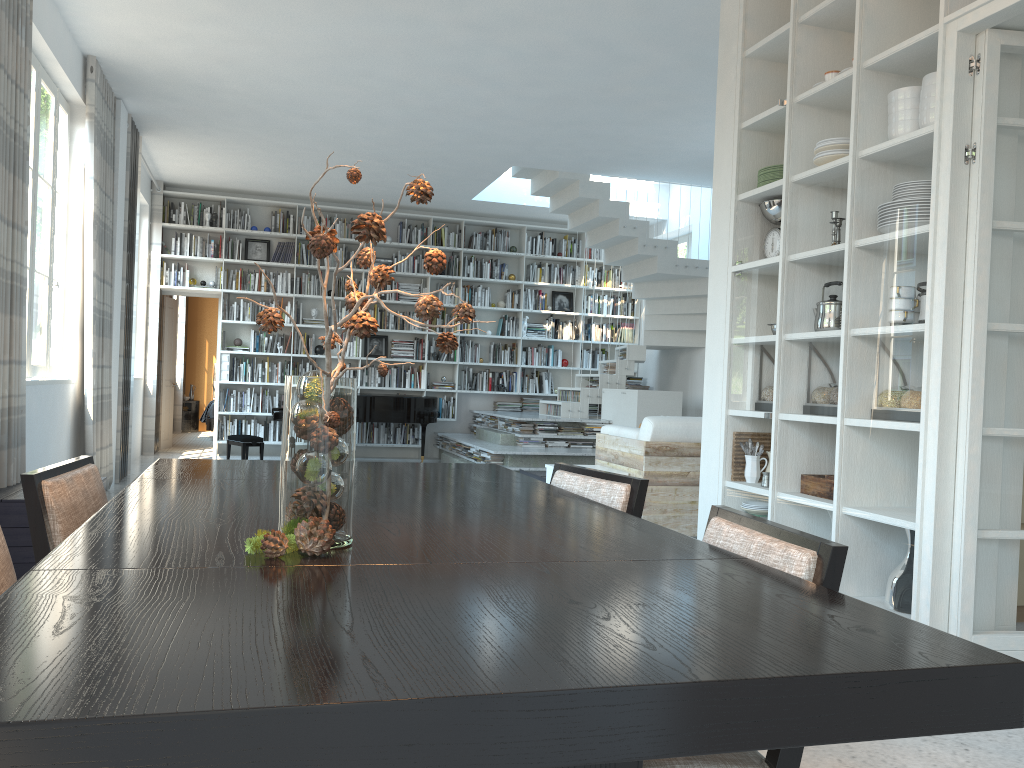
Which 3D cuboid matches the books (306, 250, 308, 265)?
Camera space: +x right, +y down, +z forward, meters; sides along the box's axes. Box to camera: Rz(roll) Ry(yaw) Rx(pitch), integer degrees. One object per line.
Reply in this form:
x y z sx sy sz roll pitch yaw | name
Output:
-2.566 -1.597 11.117 0.011 0.260 0.157 2 1 -16 | books

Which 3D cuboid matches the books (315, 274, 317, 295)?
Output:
-2.471 -1.236 11.149 0.011 0.279 0.169 2 1 -16 | books

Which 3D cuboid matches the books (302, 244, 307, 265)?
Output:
-2.604 -1.606 11.114 0.067 0.274 0.168 2 1 -16 | books

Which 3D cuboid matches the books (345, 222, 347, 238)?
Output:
-2.107 -1.930 11.238 0.021 0.228 0.161 2 0 -16 | books

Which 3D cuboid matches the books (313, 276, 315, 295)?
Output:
-2.493 -1.225 11.153 0.011 0.256 0.152 2 1 -16 | books

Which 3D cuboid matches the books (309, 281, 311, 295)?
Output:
-2.542 -1.192 11.139 0.029 0.187 0.149 2 0 -16 | books

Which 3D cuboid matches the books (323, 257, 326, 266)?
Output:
-2.363 -1.601 11.167 0.075 0.285 0.178 2 0 -16 | books

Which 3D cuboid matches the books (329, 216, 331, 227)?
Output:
-2.295 -1.962 11.182 0.013 0.276 0.164 2 1 -16 | books

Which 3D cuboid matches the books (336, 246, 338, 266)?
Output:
-2.224 -1.596 11.229 0.026 0.286 0.137 2 1 -16 | books

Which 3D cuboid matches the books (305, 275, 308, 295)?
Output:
-2.583 -1.232 11.117 0.024 0.262 0.177 2 0 -16 | books

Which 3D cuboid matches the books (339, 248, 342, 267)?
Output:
-2.176 -1.581 11.237 0.028 0.261 0.135 2 1 -16 | books

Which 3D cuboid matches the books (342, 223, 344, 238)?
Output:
-2.151 -1.924 11.247 0.029 0.213 0.141 2 0 -16 | books

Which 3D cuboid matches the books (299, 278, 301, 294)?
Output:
-2.660 -1.214 11.119 0.024 0.219 0.140 2 0 -16 | books

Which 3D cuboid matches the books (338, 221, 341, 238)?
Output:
-2.188 -1.937 11.226 0.026 0.236 0.134 2 1 -16 | books

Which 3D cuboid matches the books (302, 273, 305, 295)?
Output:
-2.619 -1.242 11.110 0.026 0.279 0.151 2 1 -16 | books

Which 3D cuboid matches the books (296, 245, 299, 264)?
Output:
-2.678 -1.600 11.073 0.023 0.256 0.174 2 0 -16 | books

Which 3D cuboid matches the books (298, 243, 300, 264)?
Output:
-2.664 -1.613 11.091 0.013 0.283 0.158 2 1 -16 | books

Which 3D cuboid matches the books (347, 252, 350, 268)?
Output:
-2.079 -1.556 11.254 0.030 0.218 0.182 2 0 -16 | books

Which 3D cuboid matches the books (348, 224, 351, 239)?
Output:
-2.068 -1.914 11.234 0.026 0.200 0.187 2 0 -16 | books

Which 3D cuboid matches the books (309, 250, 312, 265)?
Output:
-2.533 -1.587 11.119 0.031 0.242 0.181 2 0 -16 | books

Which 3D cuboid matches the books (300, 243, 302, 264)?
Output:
-2.639 -1.614 11.097 0.010 0.287 0.148 2 1 -16 | books

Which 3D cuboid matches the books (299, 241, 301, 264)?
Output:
-2.657 -1.625 11.115 0.014 0.309 0.130 2 1 -16 | books

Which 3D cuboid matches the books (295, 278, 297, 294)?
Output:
-2.701 -1.210 11.083 0.015 0.208 0.186 2 0 -16 | books

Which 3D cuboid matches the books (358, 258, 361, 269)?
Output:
-1.945 -1.547 11.319 0.028 0.212 0.134 2 0 -16 | books

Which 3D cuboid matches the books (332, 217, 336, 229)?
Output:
-2.264 -1.959 11.189 0.052 0.273 0.172 2 0 -16 | books

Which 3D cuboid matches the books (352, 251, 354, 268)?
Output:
-2.037 -1.564 11.286 0.025 0.237 0.153 2 0 -16 | books

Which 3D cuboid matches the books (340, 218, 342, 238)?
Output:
-2.168 -1.953 11.233 0.014 0.269 0.156 2 1 -16 | books

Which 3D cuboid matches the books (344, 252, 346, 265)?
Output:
-2.131 -1.556 11.258 0.024 0.213 0.150 2 0 -16 | books

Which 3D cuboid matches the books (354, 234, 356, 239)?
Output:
-1.997 -1.929 11.277 0.026 0.237 0.149 2 0 -16 | books

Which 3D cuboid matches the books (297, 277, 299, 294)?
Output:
-2.686 -1.217 11.113 0.029 0.225 0.136 2 1 -16 | books

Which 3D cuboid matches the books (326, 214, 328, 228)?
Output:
-2.334 -1.974 11.174 0.010 0.299 0.151 2 1 -16 | books

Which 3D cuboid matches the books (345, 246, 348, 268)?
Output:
-2.108 -1.593 11.266 0.022 0.290 0.146 2 1 -16 | books

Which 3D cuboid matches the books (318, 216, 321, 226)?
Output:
-2.423 -1.963 11.167 0.028 0.268 0.151 2 1 -16 | books

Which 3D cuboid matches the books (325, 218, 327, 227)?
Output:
-2.346 -1.951 11.169 0.013 0.251 0.183 2 0 -16 | books

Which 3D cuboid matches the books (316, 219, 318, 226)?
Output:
-2.464 -1.948 11.165 0.025 0.235 0.129 2 1 -16 | books

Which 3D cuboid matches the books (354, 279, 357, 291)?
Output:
-1.994 -1.205 11.290 0.022 0.257 0.155 2 1 -16 | books

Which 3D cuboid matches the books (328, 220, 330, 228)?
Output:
-2.320 -1.942 11.191 0.029 0.235 0.130 2 1 -16 | books

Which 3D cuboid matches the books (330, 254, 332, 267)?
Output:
-2.292 -1.546 11.198 0.028 0.180 0.168 2 0 -16 | books

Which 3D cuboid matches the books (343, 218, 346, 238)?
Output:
-2.122 -1.949 11.226 0.014 0.266 0.192 2 0 -16 | books

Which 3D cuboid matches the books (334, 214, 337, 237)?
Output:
-2.235 -1.979 11.211 0.014 0.315 0.166 2 1 -16 | books

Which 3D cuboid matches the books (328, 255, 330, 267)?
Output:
-2.319 -1.589 11.196 0.027 0.265 0.168 2 0 -16 | books

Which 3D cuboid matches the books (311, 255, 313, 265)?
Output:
-2.511 -1.566 11.140 0.024 0.201 0.153 2 0 -16 | books

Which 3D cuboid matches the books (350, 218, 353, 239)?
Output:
-2.043 -1.956 11.259 0.013 0.285 0.159 2 1 -16 | books

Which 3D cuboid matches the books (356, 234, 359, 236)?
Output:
-1.972 -1.940 11.292 0.029 0.261 0.151 2 1 -16 | books

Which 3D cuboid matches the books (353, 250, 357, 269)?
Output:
-1.993 -1.575 11.279 0.055 0.264 0.166 2 0 -16 | books

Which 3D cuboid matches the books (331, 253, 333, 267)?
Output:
-2.271 -1.609 11.202 0.012 0.308 0.145 2 1 -16 | books

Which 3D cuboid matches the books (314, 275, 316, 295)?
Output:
-2.479 -1.227 11.140 0.009 0.261 0.180 2 0 -16 | books

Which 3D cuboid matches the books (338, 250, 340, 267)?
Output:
-2.196 -1.565 11.213 0.021 0.226 0.191 2 0 -16 | books

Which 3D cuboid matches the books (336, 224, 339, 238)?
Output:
-2.214 -1.915 11.210 0.031 0.190 0.181 2 0 -16 | books

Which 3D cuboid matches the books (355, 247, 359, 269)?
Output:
-1.978 -1.594 11.282 0.058 0.302 0.175 2 1 -16 | books

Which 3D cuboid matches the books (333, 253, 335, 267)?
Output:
-2.263 -1.561 11.233 0.024 0.212 0.128 2 1 -16 | books

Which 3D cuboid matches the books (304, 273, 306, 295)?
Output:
-2.600 -1.240 11.111 0.012 0.276 0.157 2 1 -16 | books

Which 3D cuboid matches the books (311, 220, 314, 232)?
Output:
-2.502 -1.936 11.111 0.029 0.208 0.178 2 0 -16 | books

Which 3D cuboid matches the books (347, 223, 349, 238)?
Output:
-2.088 -1.918 11.231 0.013 0.207 0.178 2 0 -16 | books

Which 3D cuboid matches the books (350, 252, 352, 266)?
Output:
-2.056 -1.557 11.265 0.022 0.222 0.161 2 0 -16 | books

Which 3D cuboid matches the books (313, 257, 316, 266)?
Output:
-2.484 -1.573 11.141 0.029 0.219 0.157 2 0 -16 | books

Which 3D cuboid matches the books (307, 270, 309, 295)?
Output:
-2.569 -1.259 11.134 0.011 0.317 0.154 2 1 -16 | books

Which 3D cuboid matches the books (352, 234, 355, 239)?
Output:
-2.023 -1.904 11.260 0.031 0.185 0.176 2 0 -16 | books

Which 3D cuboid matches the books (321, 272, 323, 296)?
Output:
-2.401 -1.246 11.182 0.005 0.305 0.162 2 1 -16 | books

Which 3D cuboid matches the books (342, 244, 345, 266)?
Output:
-2.140 -1.606 11.233 0.011 0.313 0.183 2 1 -16 | books
